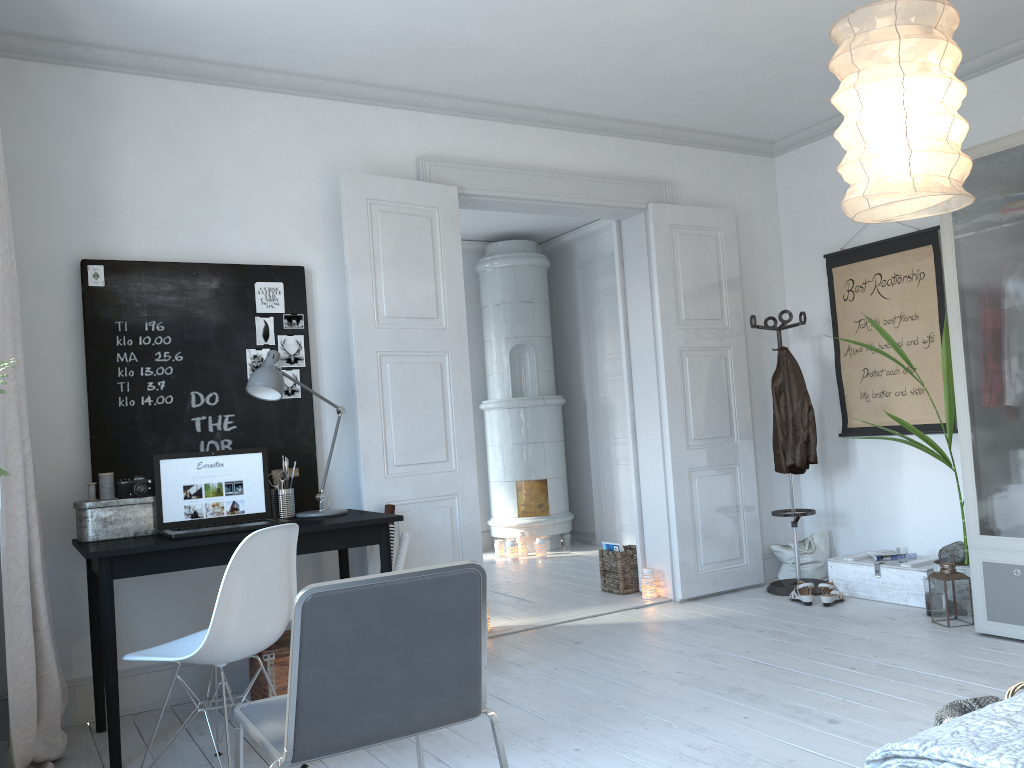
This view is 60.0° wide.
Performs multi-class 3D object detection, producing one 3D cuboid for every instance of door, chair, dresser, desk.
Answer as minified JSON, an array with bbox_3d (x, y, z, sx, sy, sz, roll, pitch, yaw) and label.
[{"bbox_3d":[0.253,0.063,5.033,2.597,2.504,0.578,-3,-2,-30],"label":"door"},{"bbox_3d":[1.194,0.116,7.315,0.306,2.504,1.601,-3,-2,-30],"label":"door"},{"bbox_3d":[-0.338,0.803,2.027,0.562,0.797,0.525,-3,-3,-30],"label":"chair"},{"bbox_3d":[-0.946,0.876,2.887,0.554,0.823,0.474,-5,-2,25],"label":"chair"},{"bbox_3d":[2.633,-0.026,3.573,0.630,2.161,1.434,-3,-3,-30],"label":"dresser"},{"bbox_3d":[-1.073,0.953,3.548,1.159,0.758,0.651,-2,-3,-30],"label":"desk"}]

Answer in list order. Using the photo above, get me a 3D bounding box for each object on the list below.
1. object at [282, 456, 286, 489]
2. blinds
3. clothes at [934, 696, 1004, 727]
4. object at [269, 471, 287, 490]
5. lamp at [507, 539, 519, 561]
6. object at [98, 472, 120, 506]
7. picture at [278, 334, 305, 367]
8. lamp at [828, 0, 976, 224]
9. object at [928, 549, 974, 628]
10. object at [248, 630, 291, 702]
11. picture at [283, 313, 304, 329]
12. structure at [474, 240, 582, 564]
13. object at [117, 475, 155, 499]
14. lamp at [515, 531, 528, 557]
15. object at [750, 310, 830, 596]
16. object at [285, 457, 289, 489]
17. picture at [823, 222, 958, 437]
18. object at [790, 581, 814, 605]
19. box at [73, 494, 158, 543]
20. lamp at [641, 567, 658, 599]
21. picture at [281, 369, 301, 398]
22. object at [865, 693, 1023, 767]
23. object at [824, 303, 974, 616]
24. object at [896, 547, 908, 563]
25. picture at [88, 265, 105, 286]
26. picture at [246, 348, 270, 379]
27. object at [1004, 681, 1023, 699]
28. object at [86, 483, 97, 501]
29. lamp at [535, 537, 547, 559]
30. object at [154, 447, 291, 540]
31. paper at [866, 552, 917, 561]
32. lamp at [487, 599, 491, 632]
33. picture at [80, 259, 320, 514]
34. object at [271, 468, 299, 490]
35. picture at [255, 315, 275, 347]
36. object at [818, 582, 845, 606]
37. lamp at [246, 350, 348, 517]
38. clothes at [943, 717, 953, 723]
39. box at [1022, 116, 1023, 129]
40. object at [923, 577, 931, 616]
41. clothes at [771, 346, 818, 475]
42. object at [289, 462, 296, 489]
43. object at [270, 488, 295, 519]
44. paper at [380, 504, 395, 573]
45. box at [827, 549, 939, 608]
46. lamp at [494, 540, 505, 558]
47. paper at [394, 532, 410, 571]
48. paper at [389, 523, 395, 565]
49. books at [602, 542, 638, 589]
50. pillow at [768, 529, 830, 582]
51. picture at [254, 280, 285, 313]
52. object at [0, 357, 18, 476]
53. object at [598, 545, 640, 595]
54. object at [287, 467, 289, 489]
[{"bbox_3d":[-0.992,0.446,3.869,0.008,0.267,0.060,-4,-2,-14],"label":"object"},{"bbox_3d":[-1.744,0.031,3.157,0.224,2.645,0.832,-3,-2,-30],"label":"blinds"},{"bbox_3d":[1.186,0.923,2.145,0.245,0.269,0.298,-3,-3,-29],"label":"clothes"},{"bbox_3d":[-1.015,0.481,3.848,0.081,0.198,0.050,-4,-2,-5],"label":"object"},{"bbox_3d":[0.009,1.368,7.306,0.089,0.166,0.089,-3,-2,-29],"label":"lamp"},{"bbox_3d":[-1.578,0.414,3.469,0.056,0.130,0.167,-3,-3,-32],"label":"object"},{"bbox_3d":[-1.023,-0.155,4.116,0.121,0.152,0.002,-3,-2,-30],"label":"picture"},{"bbox_3d":[1.036,-1.083,2.445,0.338,1.230,0.341,-4,-2,1],"label":"lamp"},{"bbox_3d":[2.096,0.973,4.250,0.132,0.351,0.138,-4,-2,-8],"label":"object"},{"bbox_3d":[-0.748,1.177,3.719,0.664,0.282,0.340,-2,-3,-30],"label":"object"},{"bbox_3d":[-1.017,-0.294,4.131,0.095,0.071,0.001,-3,-2,-30],"label":"picture"},{"bbox_3d":[0.037,0.141,7.766,0.801,2.826,1.248,-5,-2,15],"label":"structure"},{"bbox_3d":[-1.463,0.400,3.459,0.137,0.087,0.073,-2,-3,-30],"label":"object"},{"bbox_3d":[0.078,1.351,7.501,0.098,0.210,0.098,-3,-2,-26],"label":"lamp"},{"bbox_3d":[1.655,0.401,5.305,0.374,1.657,0.375,-3,-2,-23],"label":"object"},{"bbox_3d":[-0.988,0.449,3.871,0.012,0.264,0.062,-4,-2,12],"label":"object"},{"bbox_3d":[2.183,-0.357,5.166,0.057,1.312,0.794,-3,-2,-30],"label":"picture"},{"bbox_3d":[1.617,1.155,4.966,0.099,0.125,0.272,-4,-3,2],"label":"object"},{"bbox_3d":[-1.552,0.528,3.504,0.317,0.152,0.193,-2,-3,-30],"label":"box"},{"bbox_3d":[0.819,1.193,5.303,0.093,0.179,0.093,-6,-3,43],"label":"lamp"},{"bbox_3d":[-1.031,-0.002,4.101,0.103,0.136,0.001,-3,-2,-30],"label":"picture"},{"bbox_3d":[1.233,0.502,1.524,1.459,0.104,0.405,-2,-3,-30],"label":"object"},{"bbox_3d":[2.136,0.376,4.478,1.043,1.553,0.289,-4,-2,0],"label":"object"},{"bbox_3d":[2.117,0.931,4.806,0.060,0.081,0.060,-5,-3,25],"label":"object"},{"bbox_3d":[-1.747,-0.455,3.723,0.061,0.088,0.004,-3,-2,-33],"label":"picture"},{"bbox_3d":[-1.152,-0.090,4.037,0.107,0.150,0.001,-3,-2,-30],"label":"picture"},{"bbox_3d":[1.214,0.923,2.094,0.319,0.351,0.319,-4,-2,2],"label":"object"},{"bbox_3d":[-1.658,0.425,3.499,0.040,0.069,0.040,-2,-3,-42],"label":"object"},{"bbox_3d":[0.239,1.352,7.308,0.089,0.166,0.089,-3,-3,-31],"label":"lamp"},{"bbox_3d":[-1.130,0.416,3.456,0.445,0.315,0.326,-3,-3,-30],"label":"object"},{"bbox_3d":[2.133,0.964,4.992,0.222,0.031,0.175,-4,-3,2],"label":"paper"},{"bbox_3d":[-0.162,1.235,4.720,0.089,0.166,0.089,-2,-3,-38],"label":"lamp"},{"bbox_3d":[-1.360,0.046,3.943,0.952,1.171,0.064,-3,-2,-30],"label":"picture"},{"bbox_3d":[-0.988,0.479,3.914,0.034,0.208,0.138,-6,-3,40],"label":"object"},{"bbox_3d":[-1.131,-0.243,4.062,0.083,0.145,0.002,-3,-2,-30],"label":"picture"},{"bbox_3d":[1.766,1.141,4.890,0.099,0.125,0.272,-6,-3,32],"label":"object"},{"bbox_3d":[-0.910,0.220,3.838,0.230,0.715,0.617,-5,-3,31],"label":"lamp"},{"bbox_3d":[1.179,0.935,2.097,0.283,0.288,0.235,-4,-2,9],"label":"clothes"},{"bbox_3d":[2.382,-1.130,3.863,0.222,0.107,0.180,-2,-3,-30],"label":"box"},{"bbox_3d":[2.114,1.062,4.426,0.100,0.180,0.100,-5,-3,30],"label":"object"},{"bbox_3d":[1.657,0.156,5.244,0.237,0.770,0.211,-4,-2,3],"label":"clothes"},{"bbox_3d":[-0.967,0.460,3.865,0.009,0.240,0.084,-5,-2,37],"label":"object"},{"bbox_3d":[-0.998,0.520,3.843,0.108,0.128,0.108,-3,-2,-15],"label":"object"},{"bbox_3d":[-0.579,0.930,4.020,0.048,0.746,0.297,-5,-2,15],"label":"paper"},{"bbox_3d":[2.131,1.069,4.926,0.376,0.218,0.642,-2,-3,-30],"label":"box"},{"bbox_3d":[-0.105,1.396,7.507,0.084,0.146,0.084,-3,-2,-26],"label":"lamp"},{"bbox_3d":[-0.533,0.980,3.893,0.041,0.626,0.283,-6,-3,38],"label":"paper"},{"bbox_3d":[-0.564,0.967,3.945,0.043,0.668,0.266,-5,-2,15],"label":"paper"},{"bbox_3d":[0.720,1.152,5.672,0.201,0.300,0.180,-3,-3,-30],"label":"books"},{"bbox_3d":[1.819,1.075,5.552,0.317,0.314,0.273,-3,-3,-29],"label":"pillow"},{"bbox_3d":[-1.113,-0.404,4.083,0.147,0.154,0.004,-3,-2,-30],"label":"picture"},{"bbox_3d":[-1.283,0.227,1.922,0.414,0.564,0.305,-4,-2,4],"label":"object"},{"bbox_3d":[0.734,1.184,5.677,0.270,0.264,0.224,-3,-3,-30],"label":"object"},{"bbox_3d":[-0.979,0.470,3.863,0.009,0.221,0.082,-4,-2,-1],"label":"object"}]
